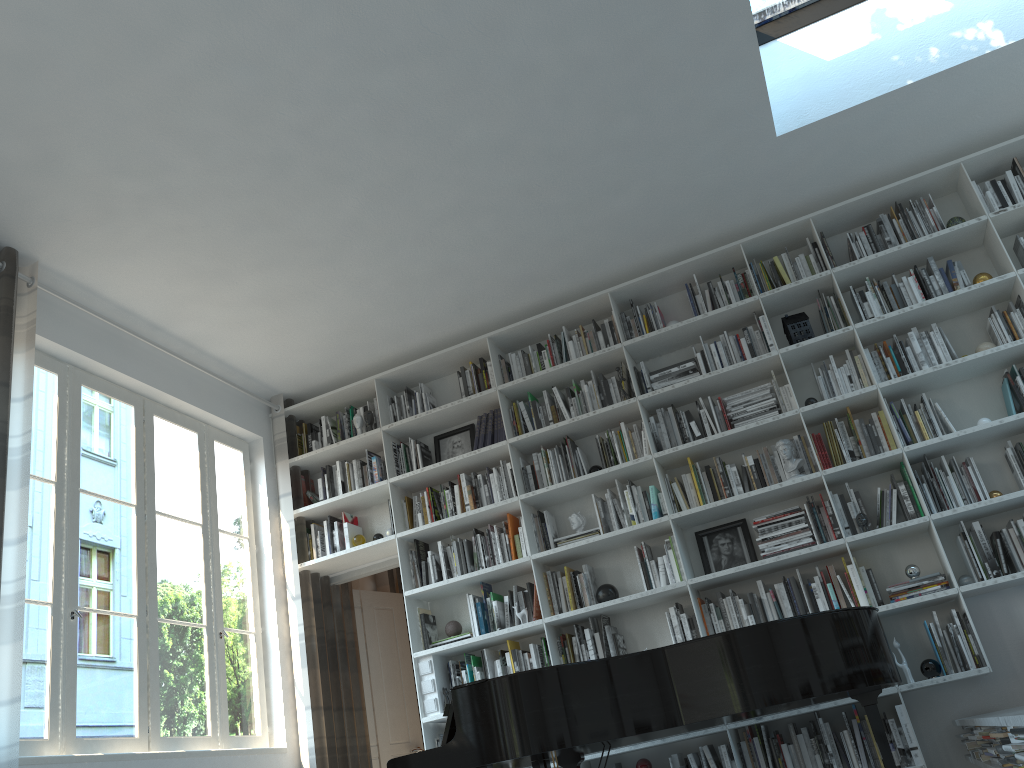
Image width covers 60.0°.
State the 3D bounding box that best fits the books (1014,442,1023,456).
[{"bbox_3d":[2.620,0.438,4.512,0.015,0.261,0.150,-19,-26,16],"label":"books"}]

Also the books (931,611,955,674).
[{"bbox_3d":[2.103,1.266,4.329,0.032,0.299,0.149,-19,-26,16],"label":"books"}]

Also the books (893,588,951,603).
[{"bbox_3d":[2.056,1.077,4.449,0.285,0.012,0.160,-21,-26,18],"label":"books"}]

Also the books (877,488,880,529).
[{"bbox_3d":[1.939,0.686,4.690,0.095,0.227,0.190,-19,-26,16],"label":"books"}]

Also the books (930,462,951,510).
[{"bbox_3d":[2.234,0.557,4.618,0.005,0.282,0.159,-19,-26,16],"label":"books"}]

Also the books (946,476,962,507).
[{"bbox_3d":[2.285,0.585,4.585,0.013,0.185,0.184,-19,-26,16],"label":"books"}]

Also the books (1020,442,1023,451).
[{"bbox_3d":[2.631,0.436,4.507,0.008,0.257,0.159,-19,-26,16],"label":"books"}]

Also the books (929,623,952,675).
[{"bbox_3d":[2.079,1.292,4.307,0.014,0.244,0.177,-19,-26,16],"label":"books"}]

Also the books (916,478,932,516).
[{"bbox_3d":[2.158,0.616,4.641,0.012,0.225,0.147,-19,-26,16],"label":"books"}]

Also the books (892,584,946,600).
[{"bbox_3d":[2.052,1.056,4.461,0.254,0.012,0.161,-22,-27,21],"label":"books"}]

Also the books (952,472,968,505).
[{"bbox_3d":[2.319,0.573,4.593,0.013,0.202,0.167,-19,-26,16],"label":"books"}]

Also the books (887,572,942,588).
[{"bbox_3d":[2.038,1.000,4.481,0.254,0.012,0.161,-24,-27,24],"label":"books"}]

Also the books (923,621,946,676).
[{"bbox_3d":[2.061,1.293,4.325,0.005,0.263,0.163,-19,-26,16],"label":"books"}]

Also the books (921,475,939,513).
[{"bbox_3d":[2.194,0.603,4.645,0.011,0.238,0.137,-19,-26,16],"label":"books"}]

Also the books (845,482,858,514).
[{"bbox_3d":[1.845,0.687,4.750,0.013,0.305,0.141,-19,-26,16],"label":"books"}]

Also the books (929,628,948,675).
[{"bbox_3d":[2.075,1.309,4.323,0.012,0.228,0.130,-19,-26,16],"label":"books"}]

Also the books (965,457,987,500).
[{"bbox_3d":[2.396,0.516,4.576,0.014,0.260,0.142,-19,-26,16],"label":"books"}]

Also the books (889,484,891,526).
[{"bbox_3d":[1.999,0.668,4.692,0.094,0.237,0.150,-19,-26,16],"label":"books"}]

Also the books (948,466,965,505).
[{"bbox_3d":[2.307,0.557,4.607,0.007,0.246,0.153,-19,-26,16],"label":"books"}]

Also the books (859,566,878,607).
[{"bbox_3d":[1.858,1.073,4.610,0.027,0.228,0.141,-19,-26,16],"label":"books"}]

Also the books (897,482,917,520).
[{"bbox_3d":[2.075,0.639,4.650,0.029,0.222,0.171,-19,-26,16],"label":"books"}]

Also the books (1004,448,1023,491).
[{"bbox_3d":[2.577,0.458,4.524,0.019,0.250,0.130,-19,-26,16],"label":"books"}]

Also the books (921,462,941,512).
[{"bbox_3d":[2.197,0.569,4.640,0.018,0.294,0.178,-19,-26,16],"label":"books"}]

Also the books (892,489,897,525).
[{"bbox_3d":[2.018,0.679,4.679,0.091,0.204,0.169,-19,-26,16],"label":"books"}]

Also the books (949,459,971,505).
[{"bbox_3d":[2.320,0.536,4.593,0.012,0.266,0.183,-19,-26,16],"label":"books"}]

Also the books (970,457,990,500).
[{"bbox_3d":[2.410,0.517,4.571,0.013,0.250,0.173,-19,-26,16],"label":"books"}]

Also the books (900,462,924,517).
[{"bbox_3d":[2.108,0.583,4.667,0.014,0.323,0.183,-19,-26,16],"label":"books"}]

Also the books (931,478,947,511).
[{"bbox_3d":[2.227,0.604,4.621,0.013,0.203,0.154,-19,-26,16],"label":"books"}]

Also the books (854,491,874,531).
[{"bbox_3d":[1.887,0.705,4.736,0.035,0.247,0.141,-19,-26,16],"label":"books"}]

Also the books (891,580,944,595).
[{"bbox_3d":[2.049,1.035,4.473,0.254,0.012,0.161,-22,-27,20],"label":"books"}]

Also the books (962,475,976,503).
[{"bbox_3d":[2.361,0.571,4.579,0.013,0.178,0.141,-19,-26,16],"label":"books"}]

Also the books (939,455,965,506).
[{"bbox_3d":[2.286,0.532,4.603,0.014,0.295,0.176,-19,-26,16],"label":"books"}]

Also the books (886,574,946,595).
[{"bbox_3d":[2.043,1.013,4.481,0.285,0.012,0.160,-21,-26,19],"label":"books"}]

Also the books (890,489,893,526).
[{"bbox_3d":[2.009,0.681,4.694,0.090,0.214,0.139,-19,-26,16],"label":"books"}]

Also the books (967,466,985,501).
[{"bbox_3d":[2.387,0.543,4.565,0.014,0.206,0.181,-19,-26,16],"label":"books"}]

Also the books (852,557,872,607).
[{"bbox_3d":[1.835,1.054,4.627,0.012,0.284,0.160,-19,-26,16],"label":"books"}]

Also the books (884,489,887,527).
[{"bbox_3d":[1.979,0.685,4.702,0.095,0.225,0.144,-19,-26,16],"label":"books"}]

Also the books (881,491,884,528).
[{"bbox_3d":[1.958,0.690,4.685,0.089,0.209,0.176,-19,-26,16],"label":"books"}]

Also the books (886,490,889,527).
[{"bbox_3d":[1.989,0.686,4.692,0.090,0.211,0.143,-19,-26,16],"label":"books"}]

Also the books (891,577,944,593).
[{"bbox_3d":[2.042,1.021,4.469,0.254,0.012,0.161,-19,-26,16],"label":"books"}]

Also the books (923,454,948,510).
[{"bbox_3d":[2.226,0.543,4.655,0.007,0.340,0.150,-19,-25,16],"label":"books"}]

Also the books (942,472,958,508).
[{"bbox_3d":[2.272,0.577,4.600,0.013,0.217,0.161,-19,-26,16],"label":"books"}]

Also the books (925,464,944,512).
[{"bbox_3d":[2.208,0.571,4.633,0.006,0.280,0.155,-19,-26,16],"label":"books"}]

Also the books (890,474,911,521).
[{"bbox_3d":[2.058,0.625,4.686,0.013,0.284,0.139,-19,-26,16],"label":"books"}]

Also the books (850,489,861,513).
[{"bbox_3d":[1.863,0.705,4.746,0.012,0.264,0.158,-19,-26,16],"label":"books"}]

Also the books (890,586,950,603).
[{"bbox_3d":[2.056,1.068,4.458,0.285,0.012,0.160,-22,-27,20],"label":"books"}]

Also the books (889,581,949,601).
[{"bbox_3d":[2.049,1.045,4.464,0.285,0.012,0.160,-21,-26,18],"label":"books"}]

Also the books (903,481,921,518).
[{"bbox_3d":[2.102,0.633,4.653,0.021,0.225,0.148,-19,-26,16],"label":"books"}]

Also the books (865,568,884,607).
[{"bbox_3d":[1.886,1.072,4.601,0.030,0.209,0.137,-19,-26,16],"label":"books"}]

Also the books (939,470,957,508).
[{"bbox_3d":[2.256,0.573,4.594,0.011,0.225,0.188,-19,-26,16],"label":"books"}]

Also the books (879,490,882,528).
[{"bbox_3d":[1.955,0.693,4.702,0.088,0.219,0.139,-19,-26,16],"label":"books"}]

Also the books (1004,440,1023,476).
[{"bbox_3d":[2.594,0.440,4.538,0.016,0.288,0.132,-19,-26,16],"label":"books"}]

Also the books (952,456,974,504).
[{"bbox_3d":[2.343,0.527,4.605,0.006,0.284,0.160,-19,-26,16],"label":"books"}]

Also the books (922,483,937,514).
[{"bbox_3d":[2.183,0.627,4.630,0.015,0.187,0.168,-19,-26,16],"label":"books"}]

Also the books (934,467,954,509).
[{"bbox_3d":[2.247,0.571,4.611,0.013,0.247,0.165,-19,-26,16],"label":"books"}]

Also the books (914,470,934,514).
[{"bbox_3d":[2.161,0.593,4.641,0.010,0.265,0.158,-19,-26,16],"label":"books"}]

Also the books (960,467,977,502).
[{"bbox_3d":[2.366,0.549,4.586,0.008,0.222,0.134,-19,-26,16],"label":"books"}]

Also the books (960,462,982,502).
[{"bbox_3d":[2.372,0.535,4.578,0.015,0.237,0.177,-19,-26,16],"label":"books"}]

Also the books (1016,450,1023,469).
[{"bbox_3d":[2.605,0.459,4.494,0.016,0.215,0.178,-19,-26,16],"label":"books"}]
